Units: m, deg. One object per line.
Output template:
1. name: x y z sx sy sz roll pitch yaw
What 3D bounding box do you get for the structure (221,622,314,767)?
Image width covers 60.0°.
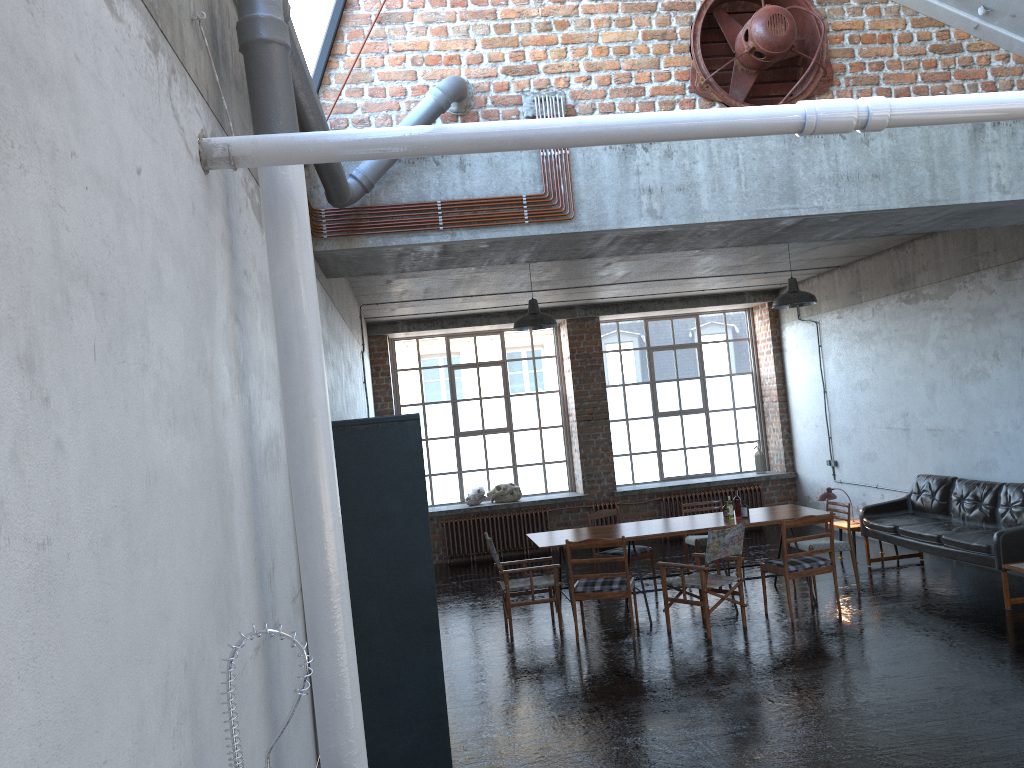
1. structure: -0.530 0.867 1.990 0.210 0.661 0.039 -5 -2 -7

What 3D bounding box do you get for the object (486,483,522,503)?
1. object: -0.148 1.778 14.482 0.418 0.305 0.625 -4 -2 -33

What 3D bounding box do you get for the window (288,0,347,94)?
1. window: -0.608 -3.088 2.028 0.994 2.404 8.048 -5 -2 -7

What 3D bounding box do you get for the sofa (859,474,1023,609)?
1. sofa: 4.783 1.574 9.511 0.929 1.045 2.610 -5 -2 -7

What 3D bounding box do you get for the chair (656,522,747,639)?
1. chair: 1.856 1.865 8.529 0.574 1.031 0.713 -4 -3 -37

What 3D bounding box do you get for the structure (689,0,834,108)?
1. structure: 1.743 -2.450 6.382 1.058 1.096 0.808 -5 -2 -7

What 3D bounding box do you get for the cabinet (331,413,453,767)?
1. cabinet: -0.856 1.395 6.411 0.572 2.297 2.386 -5 -2 -7

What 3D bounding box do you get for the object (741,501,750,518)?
1. object: 2.494 1.341 9.495 0.051 0.180 0.097 -4 -2 -35

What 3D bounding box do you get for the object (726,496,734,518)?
1. object: 2.352 1.327 9.567 0.070 0.235 0.041 -5 -2 -7

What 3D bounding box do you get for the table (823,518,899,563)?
1. table: 4.488 1.969 11.198 0.811 0.458 0.649 -5 -2 -7

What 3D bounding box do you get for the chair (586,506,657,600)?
1. chair: 1.301 2.002 10.494 0.573 1.028 0.509 -4 -3 -42

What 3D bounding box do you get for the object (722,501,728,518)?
1. object: 2.338 1.368 9.680 0.077 0.173 0.077 -5 -2 -21

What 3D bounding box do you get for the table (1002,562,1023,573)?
1. table: 4.885 1.808 7.730 0.811 0.458 0.649 -5 -2 -7

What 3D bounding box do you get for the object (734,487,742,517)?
1. object: 2.444 1.277 9.620 0.075 0.324 0.075 -6 -2 18

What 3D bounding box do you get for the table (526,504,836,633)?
1. table: 1.797 1.961 9.516 3.112 0.917 1.067 -5 -2 -7

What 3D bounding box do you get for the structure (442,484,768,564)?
1. structure: 1.533 2.246 14.285 5.349 0.713 0.232 -5 -2 -7

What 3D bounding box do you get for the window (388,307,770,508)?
1. window: 5.539 1.636 15.945 19.864 12.900 0.747 -5 -2 -7

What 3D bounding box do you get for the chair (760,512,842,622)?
1. chair: 2.835 1.792 8.778 0.573 1.028 0.509 -5 -2 -17

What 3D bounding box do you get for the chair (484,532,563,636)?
1. chair: 0.130 2.059 9.282 0.713 1.031 0.574 -5 -2 -7

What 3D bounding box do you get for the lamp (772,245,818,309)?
1. lamp: 3.127 -1.320 9.953 0.502 0.891 0.502 -5 -2 -3

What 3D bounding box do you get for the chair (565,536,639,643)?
1. chair: 0.891 1.977 8.665 0.573 1.028 0.509 -6 -2 13

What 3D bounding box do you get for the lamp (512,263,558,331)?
1. lamp: 0.212 -1.049 9.607 0.502 0.891 0.502 -5 -2 -3

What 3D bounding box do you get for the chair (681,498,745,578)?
1. chair: 2.426 1.920 10.790 0.589 0.971 0.577 -5 -2 -7

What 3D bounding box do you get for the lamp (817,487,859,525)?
1. lamp: 4.088 1.534 11.156 0.496 0.492 0.220 -5 -2 -15

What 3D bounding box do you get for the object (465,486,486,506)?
1. object: -0.598 1.834 14.492 0.281 0.281 0.575 -6 -2 20

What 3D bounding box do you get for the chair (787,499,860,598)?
1. chair: 3.394 1.786 9.679 0.577 0.971 0.589 -5 -2 -7

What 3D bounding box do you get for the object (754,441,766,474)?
1. object: 4.217 1.251 15.110 0.172 0.551 0.172 -7 -3 37
